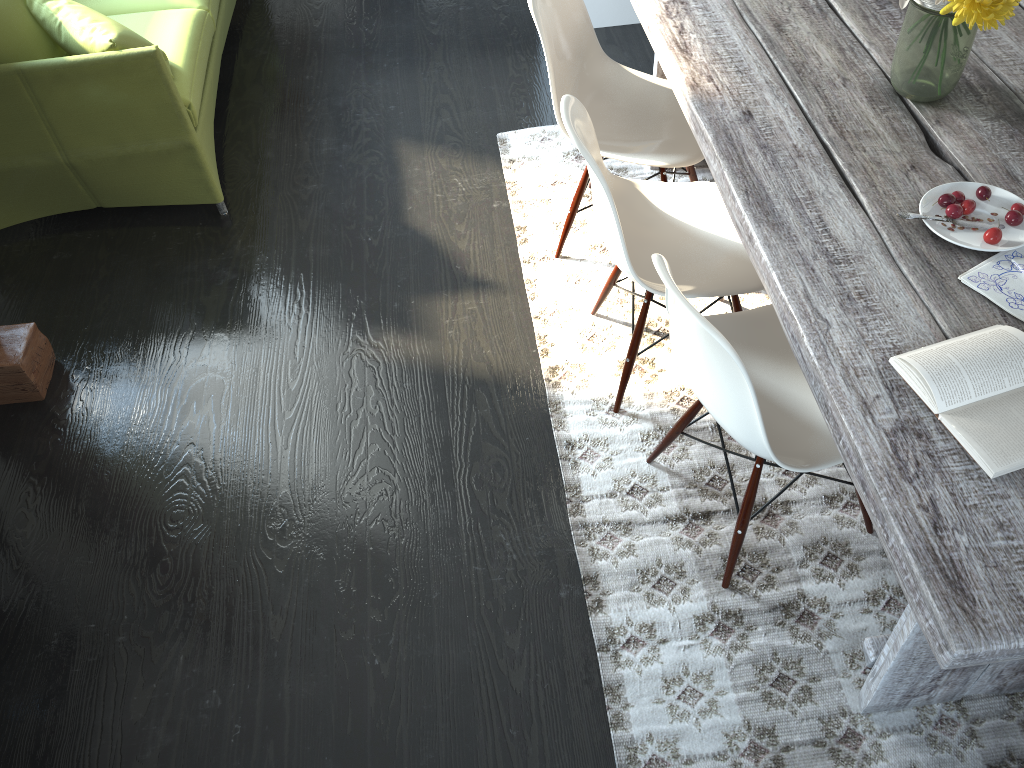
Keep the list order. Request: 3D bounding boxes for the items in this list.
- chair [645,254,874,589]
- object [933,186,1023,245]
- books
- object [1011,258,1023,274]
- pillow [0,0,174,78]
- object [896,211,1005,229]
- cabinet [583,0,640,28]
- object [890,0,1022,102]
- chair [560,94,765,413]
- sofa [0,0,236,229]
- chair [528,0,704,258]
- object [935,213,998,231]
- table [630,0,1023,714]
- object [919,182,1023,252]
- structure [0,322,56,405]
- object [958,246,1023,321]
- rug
[{"bbox_3d":[0.550,0.023,1.898,0.542,0.801,0.465,-18,49,-11],"label":"chair"},{"bbox_3d":[0.869,-0.321,1.636,0.132,0.034,0.144,-29,52,-20],"label":"object"},{"bbox_3d":[0.742,0.009,1.354,0.202,0.042,0.251,-16,49,-10],"label":"books"},{"bbox_3d":[0.983,-0.170,1.512,0.182,0.016,0.179,-11,48,-6],"label":"object"},{"bbox_3d":[-1.424,-1.149,2.820,0.600,0.387,0.475,-9,48,-4],"label":"pillow"},{"bbox_3d":[0.804,-0.299,1.624,0.194,0.022,0.019,4,49,8],"label":"object"},{"bbox_3d":[0.358,-3.481,4.014,4.208,2.369,3.033,-7,48,-2],"label":"cabinet"},{"bbox_3d":[0.894,-0.773,1.824,0.233,0.365,0.293,-30,53,-21],"label":"object"},{"bbox_3d":[0.400,-0.348,2.242,0.542,0.801,0.465,-6,48,-2],"label":"chair"},{"bbox_3d":[-1.603,-1.571,3.474,0.898,0.825,2.093,-8,48,-3],"label":"sofa"},{"bbox_3d":[0.336,-0.773,2.629,0.542,0.801,0.465,13,50,15],"label":"chair"},{"bbox_3d":[0.841,-0.303,1.633,0.110,0.011,0.058,-4,48,0],"label":"object"},{"bbox_3d":[0.997,-0.362,2.220,1.141,0.788,2.421,-7,48,-2],"label":"table"},{"bbox_3d":[0.858,-0.304,1.638,0.205,0.024,0.205,-13,49,-7],"label":"object"},{"bbox_3d":[-1.525,0.720,0.665,1.023,1.963,12.350,-7,48,-2],"label":"structure"},{"bbox_3d":[0.899,-0.171,1.521,0.182,0.014,0.185,-27,52,-19],"label":"object"},{"bbox_3d":[1.033,-0.092,2.494,1.898,0.022,2.677,-7,48,-2],"label":"rug"}]
